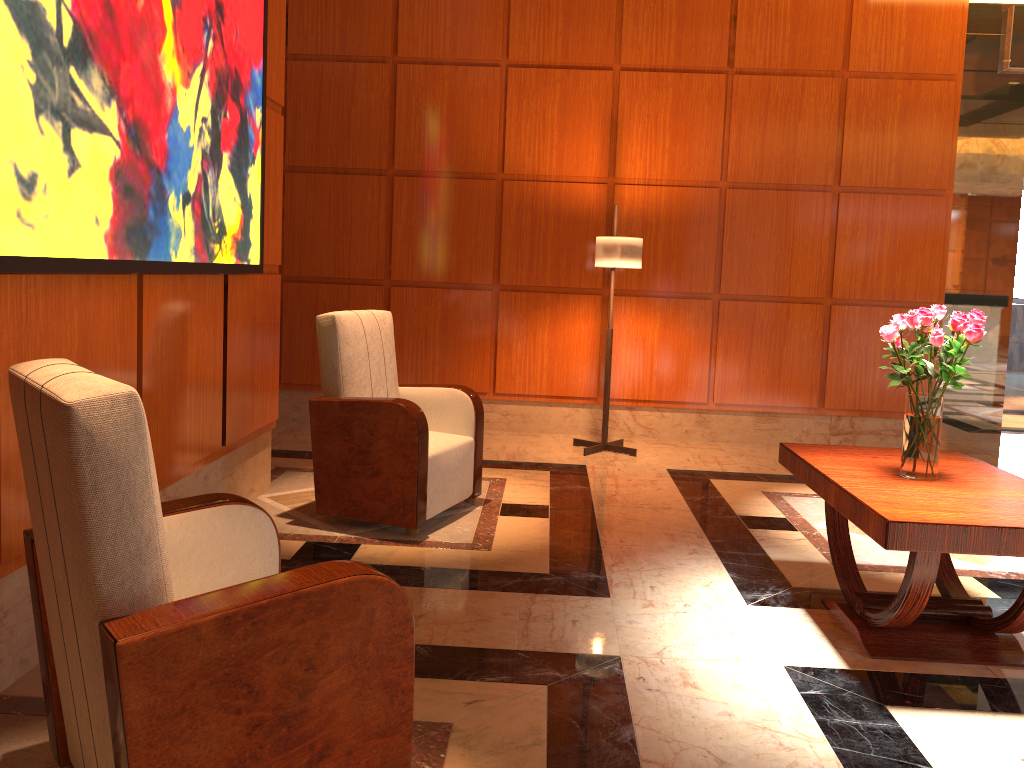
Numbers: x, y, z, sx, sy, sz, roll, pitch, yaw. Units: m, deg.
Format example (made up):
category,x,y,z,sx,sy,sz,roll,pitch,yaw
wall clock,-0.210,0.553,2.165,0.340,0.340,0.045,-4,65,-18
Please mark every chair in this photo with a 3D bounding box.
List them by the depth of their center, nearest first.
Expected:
category,x,y,z,sx,sy,sz,roll,pitch,yaw
chair,-0.654,0.434,1.860,0.629,0.957,0.740,-2,7,-39
chair,-0.550,0.136,4.284,0.629,0.957,0.740,4,6,21

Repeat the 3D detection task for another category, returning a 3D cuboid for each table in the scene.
category,x,y,z,sx,sy,sz,roll,pitch,yaw
table,1.419,0.591,3.052,0.725,0.532,1.172,3,7,2

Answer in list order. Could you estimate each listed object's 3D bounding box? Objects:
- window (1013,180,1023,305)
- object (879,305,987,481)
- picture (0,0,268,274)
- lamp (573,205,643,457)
category,x,y,z,sx,sy,sz,roll,pitch,yaw
window,7.066,-2.221,13.727,2.883,1.906,0.138,3,5,2
object,1.413,0.026,3.021,0.327,0.594,0.351,5,6,22
picture,-1.178,-1.247,3.003,0.056,1.730,2.004,3,6,2
lamp,0.670,-0.356,5.874,0.360,1.655,0.528,2,5,-8
